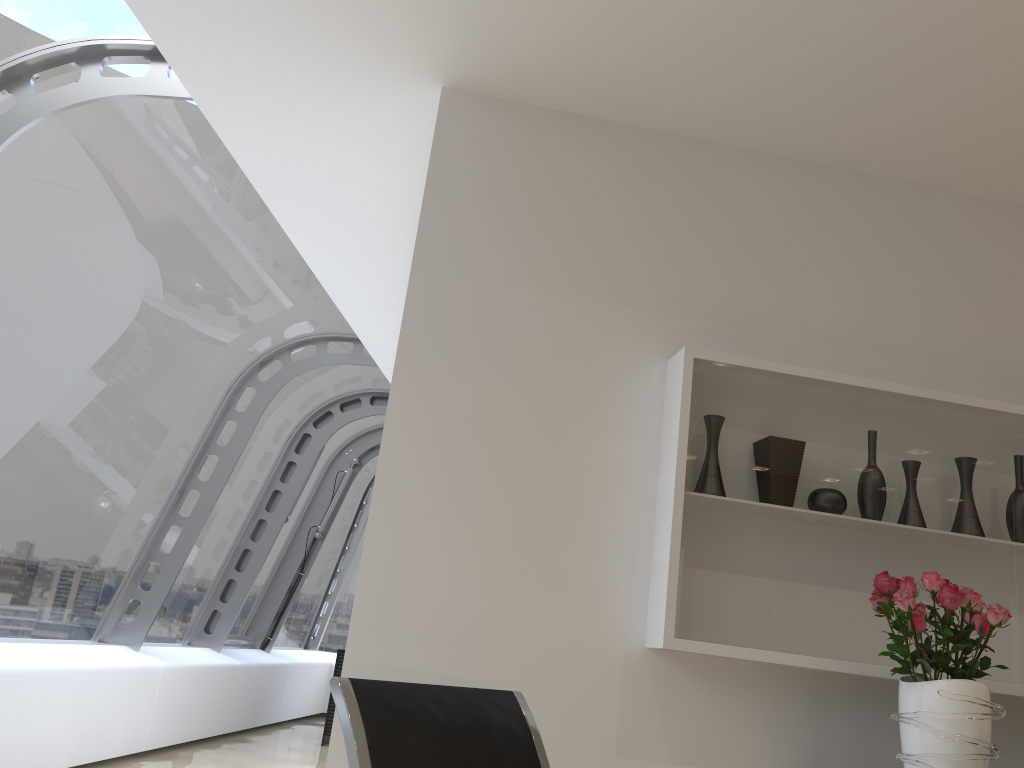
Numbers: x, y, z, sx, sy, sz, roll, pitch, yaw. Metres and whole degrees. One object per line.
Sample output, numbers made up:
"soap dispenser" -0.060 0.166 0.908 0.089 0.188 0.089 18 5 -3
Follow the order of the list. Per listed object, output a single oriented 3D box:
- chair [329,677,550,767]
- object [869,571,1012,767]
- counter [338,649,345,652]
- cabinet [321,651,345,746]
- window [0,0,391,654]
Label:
"chair" 0.098 1.147 1.715 0.943 0.972 0.752 -7 -22 41
"object" 1.123 0.829 2.341 0.327 0.654 0.350 4 -17 13
"counter" 0.275 2.837 8.627 3.800 0.018 1.006 6 -17 6
"cabinet" 0.222 3.243 8.505 3.800 0.838 1.007 6 -17 6
"window" 4.354 1.360 3.974 16.693 3.674 16.171 8 -16 -1
